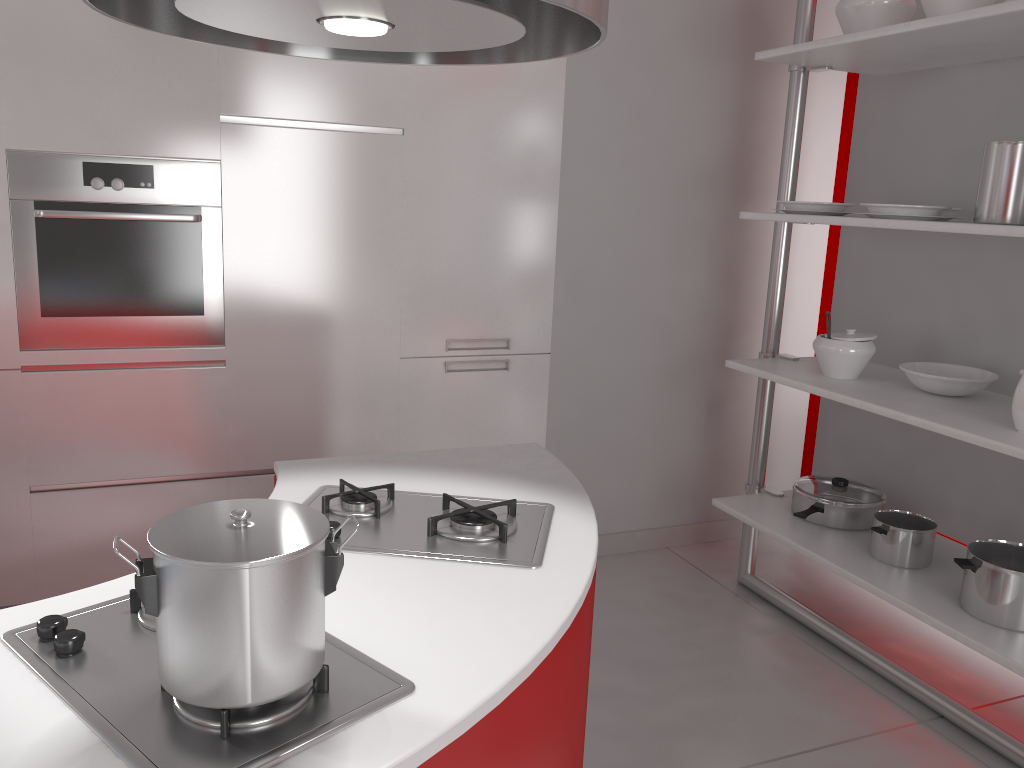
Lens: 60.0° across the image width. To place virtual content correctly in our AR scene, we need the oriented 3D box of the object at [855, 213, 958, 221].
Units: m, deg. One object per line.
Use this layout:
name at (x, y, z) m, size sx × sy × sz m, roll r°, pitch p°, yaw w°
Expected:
object at (1.123, -0.477, 2.543) m, size 0.280 × 0.015 × 0.280 m, roll 4°, pitch 12°, yaw 6°

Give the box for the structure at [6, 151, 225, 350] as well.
structure at (-1.208, -0.401, 2.751) m, size 0.599 × 0.589 × 0.050 m, roll -3°, pitch 13°, yaw -23°

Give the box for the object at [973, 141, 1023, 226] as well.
object at (1.299, -0.517, 2.298) m, size 0.172 × 0.205 × 0.184 m, roll -1°, pitch 13°, yaw -18°

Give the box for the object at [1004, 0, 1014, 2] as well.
object at (1.369, -0.941, 2.205) m, size 0.200 × 0.030 × 0.200 m, roll -3°, pitch 13°, yaw -23°

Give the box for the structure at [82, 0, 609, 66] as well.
structure at (-0.180, -0.922, 1.048) m, size 0.644 × 0.958 × 0.644 m, roll 10°, pitch 14°, yaw 32°

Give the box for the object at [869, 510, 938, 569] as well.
object at (1.198, 0.475, 2.722) m, size 0.182 × 0.122 × 0.196 m, roll 8°, pitch 13°, yaw 24°

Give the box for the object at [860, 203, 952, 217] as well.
object at (1.123, -0.491, 2.540) m, size 0.244 × 0.042 × 0.244 m, roll -7°, pitch 15°, yaw -38°

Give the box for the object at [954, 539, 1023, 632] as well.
object at (1.337, 0.536, 2.369) m, size 0.259 × 0.161 × 0.240 m, roll -7°, pitch 16°, yaw -40°

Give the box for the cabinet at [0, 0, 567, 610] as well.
cabinet at (-1.065, -0.280, 3.194) m, size 2.398 × 2.026 × 0.614 m, roll -3°, pitch 13°, yaw -23°

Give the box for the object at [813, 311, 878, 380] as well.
object at (1.070, -0.128, 2.856) m, size 0.192 × 0.214 × 0.192 m, roll -6°, pitch 15°, yaw -36°

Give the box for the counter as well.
counter at (-1.341, 0.650, 1.510) m, size 2.865 × 0.880 × 1.868 m, roll 5°, pitch 12°, yaw 10°

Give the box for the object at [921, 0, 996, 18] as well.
object at (1.234, -1.047, 2.456) m, size 0.192 × 0.153 × 0.192 m, roll 1°, pitch 12°, yaw -10°

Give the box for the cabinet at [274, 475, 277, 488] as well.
cabinet at (-1.407, 0.561, 1.762) m, size 1.875 × 0.761 × 1.025 m, roll 7°, pitch 13°, yaw 21°

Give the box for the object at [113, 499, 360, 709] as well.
object at (-0.297, 0.228, 0.977) m, size 0.189 × 0.185 × 0.218 m, roll 9°, pitch 14°, yaw 28°

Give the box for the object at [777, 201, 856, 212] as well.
object at (0.987, -0.570, 2.887) m, size 0.244 × 0.042 × 0.244 m, roll -7°, pitch 15°, yaw -38°

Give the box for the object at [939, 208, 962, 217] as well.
object at (1.274, -0.536, 2.785) m, size 0.244 × 0.042 × 0.244 m, roll -5°, pitch 14°, yaw -31°

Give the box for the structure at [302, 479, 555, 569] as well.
structure at (-0.161, 0.227, 1.548) m, size 0.457 × 0.037 × 0.303 m, roll 4°, pitch 12°, yaw 6°

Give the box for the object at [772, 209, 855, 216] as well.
object at (0.987, -0.557, 2.890) m, size 0.280 × 0.015 × 0.280 m, roll 5°, pitch 12°, yaw 13°

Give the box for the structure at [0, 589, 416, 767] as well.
structure at (-0.374, 0.319, 1.067) m, size 0.457 × 0.037 × 0.303 m, roll 13°, pitch 16°, yaw 40°

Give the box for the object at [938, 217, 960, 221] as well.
object at (1.273, -0.522, 2.788) m, size 0.280 × 0.015 × 0.280 m, roll 5°, pitch 12°, yaw 13°

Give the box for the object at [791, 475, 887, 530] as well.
object at (1.083, 0.394, 3.061) m, size 0.407 × 0.130 × 0.308 m, roll -1°, pitch 12°, yaw -16°

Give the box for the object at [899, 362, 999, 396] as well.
object at (1.312, -0.006, 2.677) m, size 0.272 × 0.072 × 0.272 m, roll 10°, pitch 14°, yaw 30°

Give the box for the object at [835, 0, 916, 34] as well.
object at (1.114, -1.129, 2.727) m, size 0.231 × 0.191 × 0.231 m, roll 6°, pitch 12°, yaw 17°

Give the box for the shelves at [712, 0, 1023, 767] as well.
shelves at (1.297, -0.311, 2.466) m, size 0.535 × 2.599 × 1.735 m, roll -3°, pitch 13°, yaw -23°

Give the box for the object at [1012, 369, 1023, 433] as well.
object at (1.419, 0.038, 2.196) m, size 0.235 × 0.197 × 0.282 m, roll -5°, pitch 14°, yaw -33°
